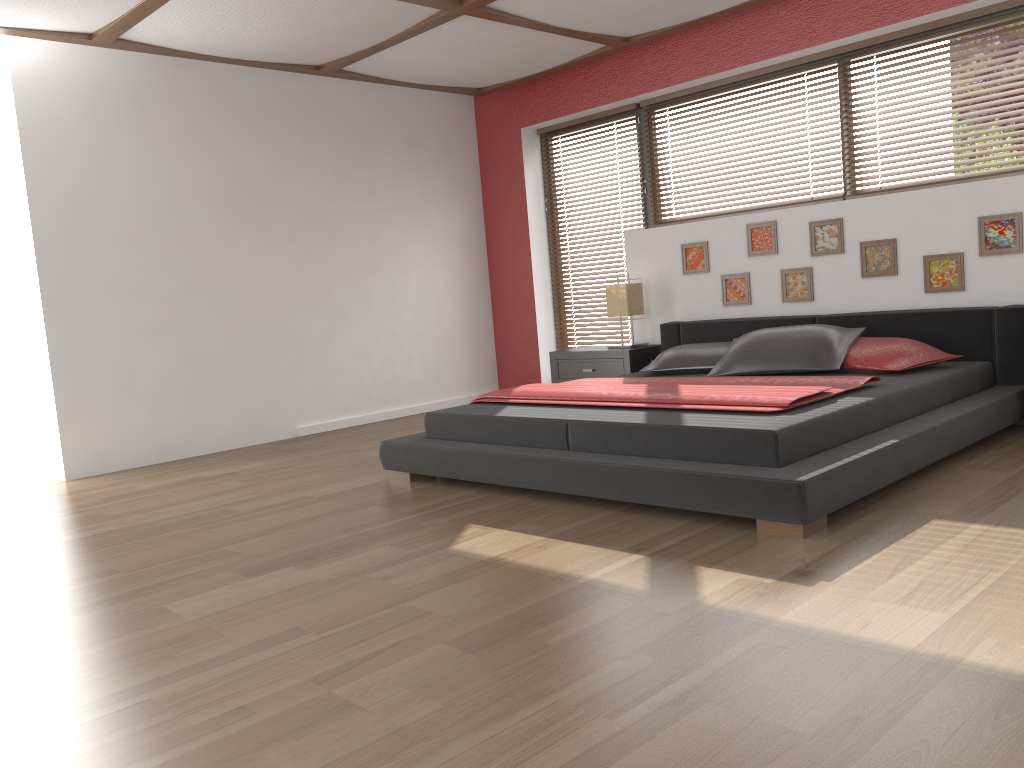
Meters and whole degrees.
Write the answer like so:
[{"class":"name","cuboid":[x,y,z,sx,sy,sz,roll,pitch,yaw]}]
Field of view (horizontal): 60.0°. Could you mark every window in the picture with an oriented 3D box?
[{"class":"window","cuboid":[1.992,-1.519,5.258,0.020,0.786,2.817,-10,8,-44]},{"class":"window","cuboid":[0.678,-0.999,6.712,0.020,1.893,0.889,-10,8,-44]}]

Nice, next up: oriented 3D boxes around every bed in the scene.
[{"class":"bed","cuboid":[0.873,0.031,4.381,2.413,0.577,2.469,-10,8,-44]}]

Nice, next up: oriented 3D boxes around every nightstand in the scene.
[{"class":"nightstand","cuboid":[0.656,-0.033,6.044,0.413,0.423,0.700,-10,8,-44]}]

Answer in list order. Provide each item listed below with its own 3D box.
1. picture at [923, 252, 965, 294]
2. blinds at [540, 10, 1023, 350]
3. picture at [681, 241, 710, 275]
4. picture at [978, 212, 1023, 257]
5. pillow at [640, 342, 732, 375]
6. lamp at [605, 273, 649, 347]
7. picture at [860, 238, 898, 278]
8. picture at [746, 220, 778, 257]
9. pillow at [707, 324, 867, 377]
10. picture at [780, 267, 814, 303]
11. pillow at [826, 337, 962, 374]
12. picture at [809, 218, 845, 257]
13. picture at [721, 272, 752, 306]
[{"class":"picture","cuboid":[2.260,-0.580,4.642,0.010,0.200,0.200,-10,8,-44]},{"class":"blinds","cuboid":[1.990,-0.936,5.269,0.032,1.952,4.840,-10,8,-44]},{"class":"picture","cuboid":[1.180,-0.810,5.715,0.010,0.200,0.200,-10,8,-44]},{"class":"picture","cuboid":[2.437,-0.745,4.428,0.010,0.200,0.200,-10,8,-44]},{"class":"pillow","cuboid":[1.119,-0.145,5.060,0.745,0.172,0.418,-3,6,21]},{"class":"lamp","cuboid":[0.756,-0.494,5.913,0.200,0.480,0.200,-10,8,-44]},{"class":"picture","cuboid":[2.015,-0.690,4.875,0.010,0.200,0.200,-10,8,-44]},{"class":"picture","cuboid":[1.511,-0.877,5.361,0.010,0.200,0.200,-10,8,-44]},{"class":"pillow","cuboid":[1.410,-0.180,4.627,0.744,0.241,0.386,0,7,41]},{"class":"picture","cuboid":[1.683,-0.584,5.237,0.010,0.200,0.200,-10,8,-44]},{"class":"pillow","cuboid":[1.792,-0.143,4.442,0.418,0.172,0.745,-7,6,-25]},{"class":"picture","cuboid":[1.798,-0.838,5.071,0.010,0.200,0.200,-10,8,-44]},{"class":"picture","cuboid":[1.397,-0.589,5.532,0.010,0.200,0.200,-10,8,-44]}]
